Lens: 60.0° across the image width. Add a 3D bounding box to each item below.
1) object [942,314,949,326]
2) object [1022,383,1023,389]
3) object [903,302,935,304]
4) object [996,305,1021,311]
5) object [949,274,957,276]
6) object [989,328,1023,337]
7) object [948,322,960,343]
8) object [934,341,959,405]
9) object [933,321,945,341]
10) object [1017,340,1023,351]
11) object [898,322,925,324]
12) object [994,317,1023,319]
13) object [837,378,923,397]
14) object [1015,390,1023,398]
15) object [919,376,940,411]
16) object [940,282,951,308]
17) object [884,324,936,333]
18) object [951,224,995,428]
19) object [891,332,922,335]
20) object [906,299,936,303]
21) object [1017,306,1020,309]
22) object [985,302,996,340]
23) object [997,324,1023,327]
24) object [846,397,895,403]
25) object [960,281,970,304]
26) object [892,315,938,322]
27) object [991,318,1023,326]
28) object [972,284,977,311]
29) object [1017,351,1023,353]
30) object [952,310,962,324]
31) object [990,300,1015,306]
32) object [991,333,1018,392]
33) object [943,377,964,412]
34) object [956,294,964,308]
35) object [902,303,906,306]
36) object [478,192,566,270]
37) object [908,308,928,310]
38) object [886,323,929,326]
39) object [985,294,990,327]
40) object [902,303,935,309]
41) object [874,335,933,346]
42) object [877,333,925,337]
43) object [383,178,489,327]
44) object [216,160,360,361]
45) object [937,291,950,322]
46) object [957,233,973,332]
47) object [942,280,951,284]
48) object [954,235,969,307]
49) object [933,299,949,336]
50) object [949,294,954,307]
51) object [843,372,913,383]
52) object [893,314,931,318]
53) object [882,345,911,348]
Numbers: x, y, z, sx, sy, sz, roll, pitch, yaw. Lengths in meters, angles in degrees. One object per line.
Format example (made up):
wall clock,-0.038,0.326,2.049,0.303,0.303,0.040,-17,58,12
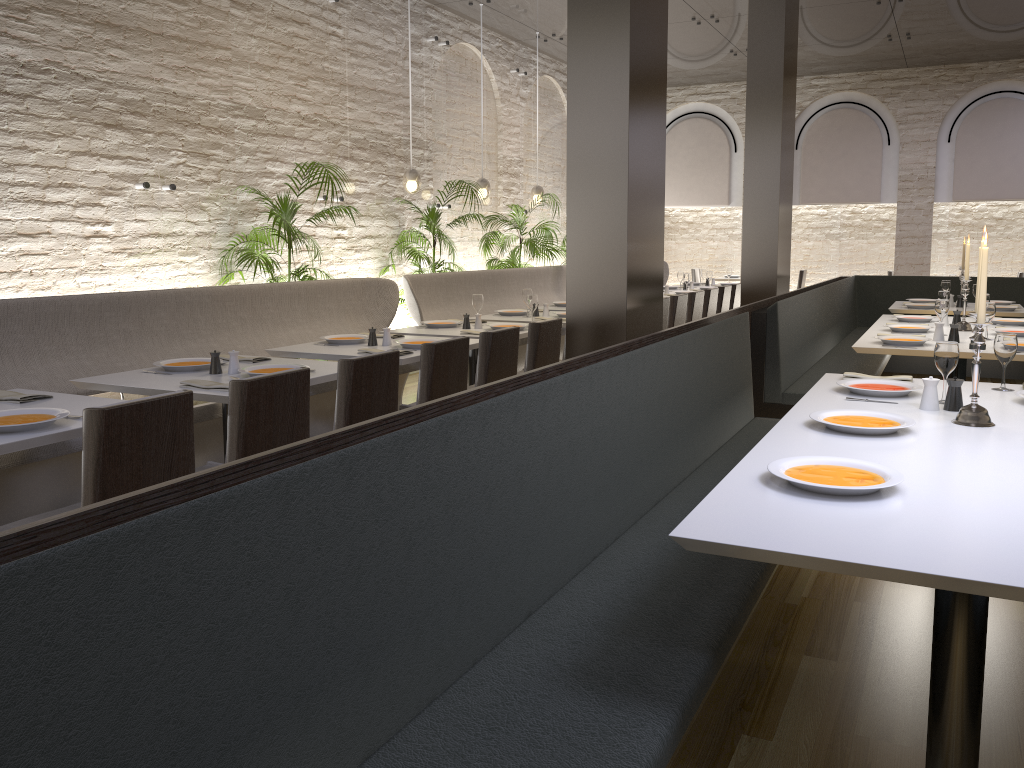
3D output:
object,3.097,-0.473,6.350,0.069,0.126,0.069,2,8,20
object,2.211,0.018,3.555,0.273,0.033,0.143,4,10,26
object,3.893,-0.764,8.471,0.273,0.033,0.143,4,10,26
object,4.292,-0.663,7.788,0.321,0.036,0.323,0,9,2
object,4.991,-1.124,10.041,0.086,0.230,0.087,-5,8,-33
object,3.253,-0.329,5.705,0.322,0.036,0.322,-9,12,-43
object,2.650,-0.307,5.310,0.069,0.126,0.069,-5,9,-32
object,1.622,-0.043,3.315,0.086,0.230,0.087,5,9,38
object,2.599,-0.319,5.390,0.069,0.126,0.069,-6,10,-40
object,2.886,-0.210,4.969,0.321,0.036,0.323,0,9,2
object,2.961,-0.454,6.560,0.185,0.010,0.017,4,10,26
object,3.810,-0.492,6.764,0.273,0.033,0.143,4,10,26
object,1.470,0.020,3.551,0.322,0.036,0.322,-9,12,-43
object,2.038,0.063,3.269,0.322,0.036,0.322,-9,12,-43
object,1.505,0.035,3.189,0.069,0.126,0.069,2,8,20
object,3.973,-0.816,8.128,0.086,0.230,0.086,-4,8,-27
object,2.685,-0.372,5.987,0.322,0.036,0.322,-9,12,-43
object,1.532,-0.193,2.908,0.132,0.653,0.391,5,9,37
object,2.580,-0.331,5.795,0.185,0.010,0.017,4,10,26
object,4.055,-0.814,8.734,0.322,0.036,0.323,3,10,22
object,4.439,-0.694,8.024,0.273,0.033,0.143,4,10,26
object,2.921,-0.386,5.444,0.086,0.230,0.087,-3,8,-21
object,3.544,-0.416,6.298,0.181,0.015,0.038,5,10,28
object,1.361,0.062,3.352,0.185,0.010,0.017,4,10,26
object,4.408,-0.897,8.625,0.086,0.230,0.086,-1,7,-4
object,3.063,-0.494,6.744,0.322,0.036,0.323,3,10,22
object,3.630,-0.450,6.462,0.322,0.036,0.323,3,10,22
object,4.075,-0.758,7.759,0.086,0.230,0.086,-4,8,-27
object,2.797,-0.175,4.800,0.181,0.015,0.038,5,10,28
object,3.169,-0.467,6.311,0.069,0.126,0.069,2,8,20
object,4.623,-0.770,8.453,0.321,0.036,0.323,-3,9,-15
object,2.001,-0.089,3.600,0.086,0.230,0.087,5,9,38
object,1.586,0.037,3.176,0.069,0.126,0.069,2,8,20
object,4.121,-0.763,8.147,0.069,0.126,0.069,-3,8,-22
object,3.825,-0.742,8.333,0.273,0.033,0.143,4,10,26
object,0.118,-1.278,10.442,1.146,1.965,1.193,-3,8,-23
object,3.625,-0.668,7.892,0.185,0.010,0.017,4,10,26
object,2.812,-0.416,6.303,0.273,0.033,0.143,4,10,26
object,3.364,-0.528,6.332,0.086,0.230,0.087,5,9,38
object,3.724,-0.707,8.070,0.321,0.036,0.323,0,9,2
object,2.318,-0.254,5.251,0.322,0.036,0.323,4,10,24
object,2.447,-0.298,5.570,0.273,0.033,0.143,4,10,26
object,-0.772,-0.990,8.651,1.190,1.965,1.149,-5,9,-33
object,-1.709,-0.688,6.772,1.190,1.965,1.149,-5,9,-33
object,3.262,-0.587,6.701,0.086,0.230,0.087,5,9,38
object,3.061,-0.686,5.974,0.132,0.653,0.391,5,9,37
object,4.175,-0.881,8.532,0.086,0.230,0.086,-4,8,-27
object,4.186,-1.049,8.229,0.132,0.653,0.391,5,9,37
object,2.774,-0.430,5.722,0.086,0.230,0.087,3,8,26
object,4.060,-0.772,8.203,0.069,0.126,0.069,-3,8,-22
object,1.594,-0.029,3.859,0.273,0.033,0.143,4,10,26
object,3.194,-0.539,7.068,0.273,0.033,0.143,4,10,26
object,2.214,-0.213,5.062,0.185,0.010,0.017,4,10,26
